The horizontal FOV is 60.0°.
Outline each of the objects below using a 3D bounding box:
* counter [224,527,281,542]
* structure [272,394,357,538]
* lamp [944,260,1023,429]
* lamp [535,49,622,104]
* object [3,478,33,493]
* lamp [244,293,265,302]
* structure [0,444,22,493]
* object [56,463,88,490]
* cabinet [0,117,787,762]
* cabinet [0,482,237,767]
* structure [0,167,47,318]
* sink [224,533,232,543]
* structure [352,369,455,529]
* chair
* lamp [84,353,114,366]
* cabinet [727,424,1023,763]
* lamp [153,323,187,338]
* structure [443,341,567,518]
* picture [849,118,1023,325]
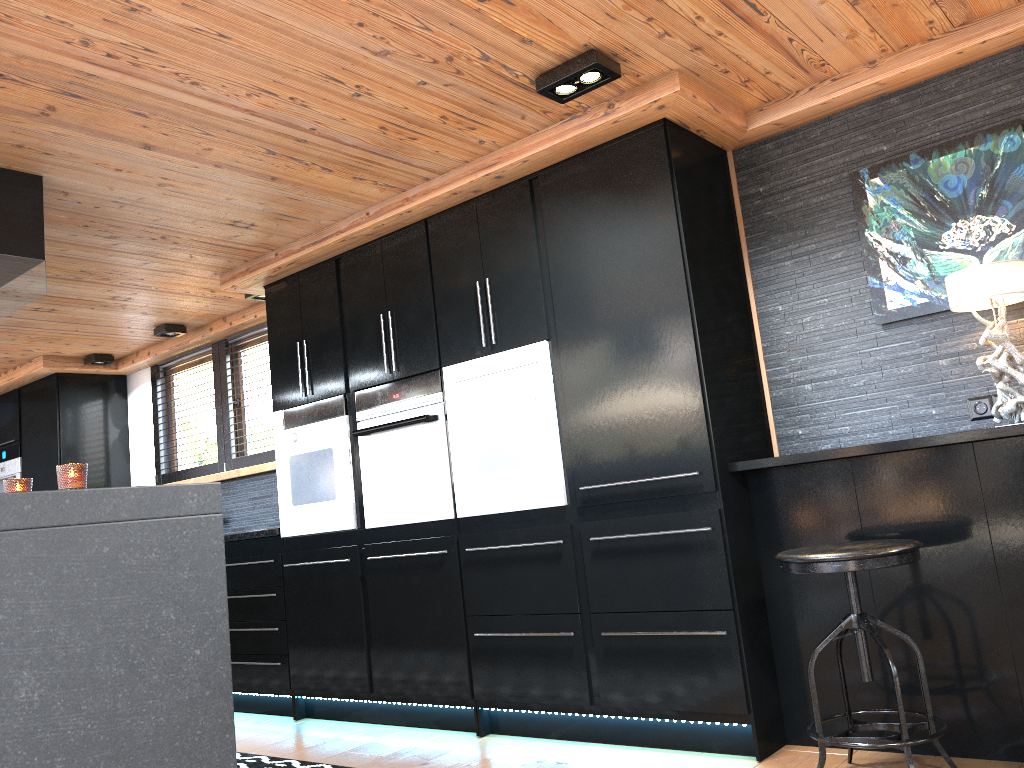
[{"bbox_3d":[-2.042,1.015,5.661,2.534,0.040,0.537,-13,-11,38],"label":"counter"},{"bbox_3d":[-0.919,0.438,4.667,0.592,0.674,0.386,-13,-11,38],"label":"structure"},{"bbox_3d":[1.574,-0.116,2.854,0.244,0.517,0.250,-14,-12,42],"label":"lamp"},{"bbox_3d":[0.225,-1.057,3.034,0.258,0.068,0.157,-13,-11,38],"label":"lamp"},{"bbox_3d":[-1.516,0.334,2.721,0.079,0.081,0.079,-5,-9,-6],"label":"object"},{"bbox_3d":[-1.466,-0.541,5.211,0.150,0.068,0.157,-13,-11,38],"label":"lamp"},{"bbox_3d":[-3.917,0.981,6.955,0.589,0.947,0.258,-13,-11,38],"label":"structure"},{"bbox_3d":[-1.239,0.269,2.498,0.079,0.081,0.079,-5,-9,-6],"label":"object"},{"bbox_3d":[-1.579,0.676,5.301,6.347,2.384,0.549,-13,-11,38],"label":"cabinet"},{"bbox_3d":[-2.918,1.242,3.699,4.739,1.105,0.899,-13,-11,38],"label":"cabinet"},{"bbox_3d":[-3.227,-0.302,4.070,3.208,0.477,0.719,-13,-11,38],"label":"structure"},{"bbox_3d":[-2.004,0.851,5.626,0.950,0.421,0.467,-13,-11,38],"label":"sink"},{"bbox_3d":[-0.533,0.314,4.126,0.586,0.674,0.091,-13,-11,38],"label":"structure"},{"bbox_3d":[1.076,0.853,2.696,0.435,0.718,0.446,-14,-12,42],"label":"chair"},{"bbox_3d":[-3.003,-0.182,6.449,0.150,0.068,0.157,-13,-11,38],"label":"lamp"},{"bbox_3d":[1.583,0.649,2.793,1.604,1.011,0.434,-13,-11,38],"label":"cabinet"},{"bbox_3d":[-2.255,-0.357,5.847,0.150,0.068,0.157,-13,-11,38],"label":"lamp"},{"bbox_3d":[-0.051,0.204,3.753,0.586,0.673,0.040,-13,-11,38],"label":"structure"},{"bbox_3d":[1.668,-0.591,3.046,0.914,0.595,0.010,-13,-11,38],"label":"picture"}]
